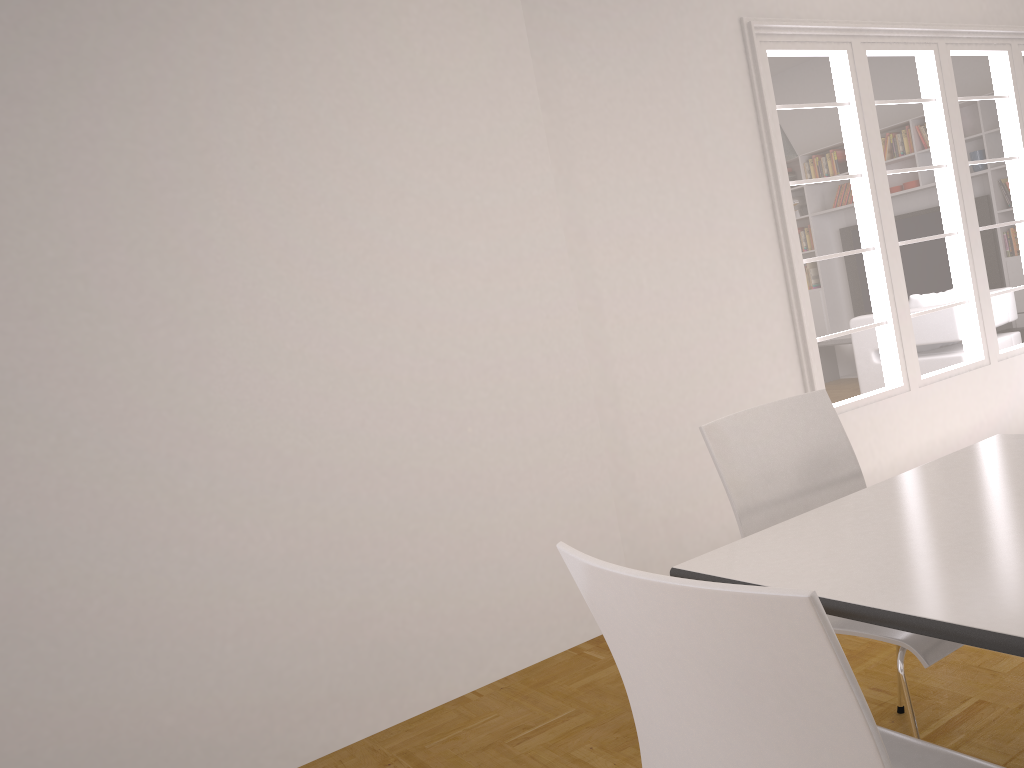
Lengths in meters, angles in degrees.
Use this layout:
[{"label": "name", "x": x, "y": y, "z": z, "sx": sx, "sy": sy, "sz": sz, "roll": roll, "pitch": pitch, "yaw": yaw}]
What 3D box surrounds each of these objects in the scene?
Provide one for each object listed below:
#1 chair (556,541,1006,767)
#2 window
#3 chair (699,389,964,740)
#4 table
[{"label": "chair", "x": 0.480, "y": 0.638, "z": 1.280, "sx": 0.576, "sy": 0.930, "sz": 0.560, "roll": -13, "pitch": 3, "yaw": -31}, {"label": "window", "x": 2.720, "y": -0.880, "z": 5.334, "sx": 3.357, "sy": 2.525, "sz": 0.195, "roll": -13, "pitch": 3, "yaw": -31}, {"label": "chair", "x": 0.874, "y": 0.505, "z": 2.136, "sx": 0.562, "sy": 0.930, "sz": 0.575, "roll": -13, "pitch": 3, "yaw": -31}, {"label": "table", "x": 1.513, "y": 0.556, "z": 1.091, "sx": 1.213, "sy": 0.721, "sz": 2.408, "roll": -13, "pitch": 4, "yaw": -31}]
